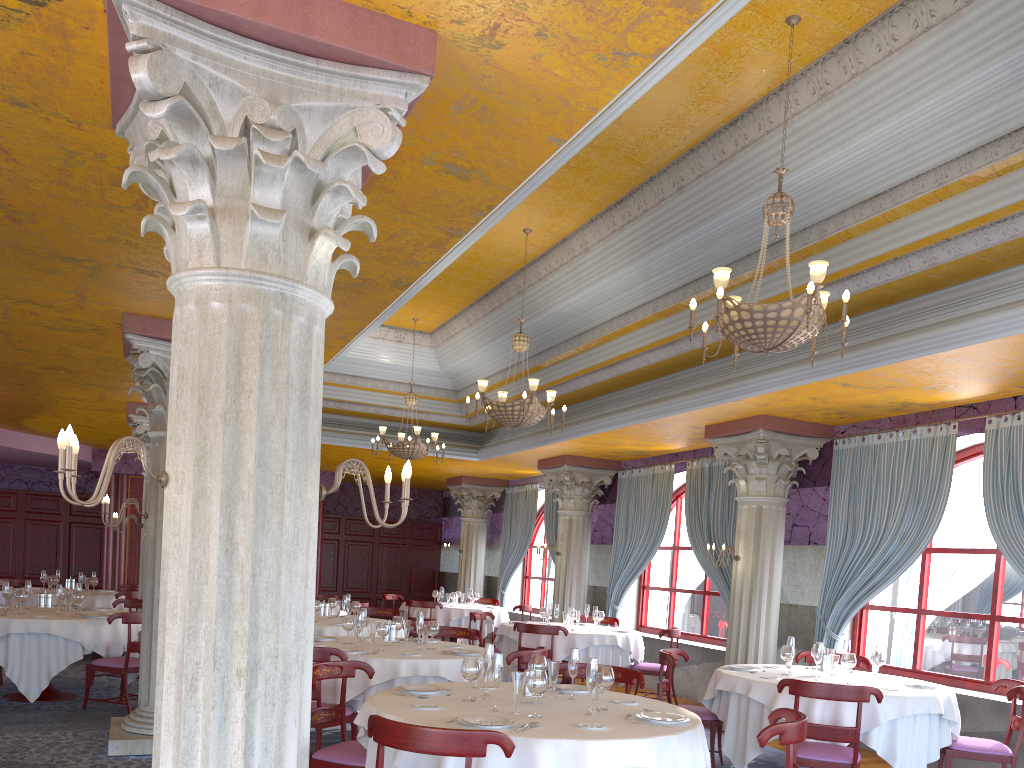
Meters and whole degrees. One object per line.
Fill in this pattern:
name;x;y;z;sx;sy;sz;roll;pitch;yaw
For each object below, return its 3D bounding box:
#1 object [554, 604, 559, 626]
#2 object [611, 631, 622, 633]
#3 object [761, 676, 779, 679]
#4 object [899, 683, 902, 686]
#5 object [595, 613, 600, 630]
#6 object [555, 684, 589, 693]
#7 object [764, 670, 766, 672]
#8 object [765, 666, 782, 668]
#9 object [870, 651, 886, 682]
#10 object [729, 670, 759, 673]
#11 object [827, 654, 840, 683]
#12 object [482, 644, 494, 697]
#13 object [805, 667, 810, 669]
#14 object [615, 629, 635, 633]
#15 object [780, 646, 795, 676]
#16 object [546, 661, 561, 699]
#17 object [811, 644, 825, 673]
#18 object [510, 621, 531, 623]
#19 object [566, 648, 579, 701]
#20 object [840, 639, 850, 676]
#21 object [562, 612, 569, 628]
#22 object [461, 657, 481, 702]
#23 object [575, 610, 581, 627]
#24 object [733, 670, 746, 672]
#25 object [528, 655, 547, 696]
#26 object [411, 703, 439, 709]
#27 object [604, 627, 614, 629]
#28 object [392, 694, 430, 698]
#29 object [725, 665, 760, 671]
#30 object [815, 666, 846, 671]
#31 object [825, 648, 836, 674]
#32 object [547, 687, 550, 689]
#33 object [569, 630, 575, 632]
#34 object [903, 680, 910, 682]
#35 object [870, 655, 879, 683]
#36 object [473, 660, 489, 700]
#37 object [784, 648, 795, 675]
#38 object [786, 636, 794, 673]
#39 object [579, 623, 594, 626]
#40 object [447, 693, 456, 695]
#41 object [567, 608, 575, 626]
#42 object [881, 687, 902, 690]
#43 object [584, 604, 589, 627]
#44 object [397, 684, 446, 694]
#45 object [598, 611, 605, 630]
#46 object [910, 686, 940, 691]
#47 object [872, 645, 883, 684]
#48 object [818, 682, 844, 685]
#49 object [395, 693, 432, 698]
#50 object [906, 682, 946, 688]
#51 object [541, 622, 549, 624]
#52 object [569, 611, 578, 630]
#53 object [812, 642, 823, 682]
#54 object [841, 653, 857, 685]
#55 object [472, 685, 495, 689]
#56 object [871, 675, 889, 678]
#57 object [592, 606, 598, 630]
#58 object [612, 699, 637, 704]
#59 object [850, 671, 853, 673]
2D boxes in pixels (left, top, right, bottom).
object;0.611;3.213;11.842;0.074;0.337;0.073;3;3;-10
object;1.468;3.398;11.721;0.231;0.013;0.028;-1;-10;21
object;2.210;2.515;7.334;0.159;0.009;0.161;4;-12;-4
object;3.359;2.597;7.401;0.029;0.011;0.142;-1;-13;23
object;1.187;3.337;12.034;0.086;0.238;0.085;2;2;-44
object;0.414;2.088;5.863;0.318;0.024;0.314;14;-16;-42
object;2.324;2.633;7.863;0.029;0.011;0.142;-1;-13;23
object;2.511;2.725;8.241;0.159;0.009;0.161;4;-12;-4
object;3.248;2.509;7.613;0.123;0.265;0.121;3;1;-32
object;2.084;2.578;7.694;0.256;0.020;0.056;-2;-12;25
object;2.733;2.422;7.285;0.086;0.238;0.085;2;2;-44
object;-0.151;1.797;5.375;0.074;0.337;0.073;2;3;-32
object;2.907;2.775;8.390;0.054;0.020;0.262;-1;-13;25
object;1.555;3.432;11.884;0.316;0.024;0.316;9;-13;-23
object;2.451;2.467;7.637;0.122;0.265;0.121;3;1;-10
object;0.263;1.893;5.482;0.086;0.238;0.085;2;2;-44
object;2.862;2.573;8.024;0.123;0.265;0.121;3;1;-32
object;0.125;3.461;12.424;0.313;0.024;0.319;-5;-15;36
object;0.389;1.843;5.441;0.074;0.337;0.073;2;3;-32
object;3.089;2.531;7.926;0.074;0.337;0.073;4;3;13
object;0.731;3.261;11.807;0.086;0.238;0.085;3;1;1
object;-0.250;1.779;5.152;0.123;0.265;0.121;3;1;-32
object;0.961;3.420;12.489;0.086;0.238;0.085;3;1;1
object;2.095;2.595;7.731;0.252;0.003;0.022;-1;-12;20
object;0.162;1.886;5.539;0.122;0.265;0.122;4;0;13
object;-0.490;1.827;4.849;0.160;0.009;0.160;9;-13;-23
object;1.414;3.555;12.465;0.158;0.009;0.162;-2;-13;26
object;-0.616;1.890;5.209;0.256;0.020;0.056;-2;-12;25
object;2.127;2.622;7.902;0.316;0.024;0.316;9;-13;-23
object;3.115;2.776;8.348;0.316;0.024;0.316;9;-13;-23
object;2.963;2.581;7.967;0.086;0.238;0.085;3;1;1
object;0.243;2.095;5.894;0.022;0.003;0.259;-1;-13;20
object;0.775;3.285;11.396;0.054;0.020;0.262;-1;-13;25
object;3.600;2.642;7.569;0.256;0.020;0.056;-2;-12;25
object;3.189;2.498;7.512;0.086;0.238;0.085;2;2;-44
object;-0.192;1.817;5.255;0.086;0.238;0.085;2;2;-44
object;2.508;2.505;7.739;0.086;0.238;0.085;2;2;-44
object;2.549;2.484;7.860;0.074;0.337;0.073;4;3;13
object;1.112;3.615;12.870;0.316;0.024;0.316;9;-13;-23
object;-0.376;1.945;5.378;0.029;0.011;0.142;-1;-13;23
object;0.860;3.412;12.546;0.123;0.265;0.121;3;1;-32
object;3.115;2.506;7.036;0.160;0.009;0.160;9;-13;-23
object;1.086;3.370;12.448;0.074;0.337;0.073;2;3;-32
object;-0.573;1.935;5.417;0.313;0.024;0.319;4;-12;-4
object;1.245;3.348;12.135;0.121;0.265;0.123;4;1;35
object;3.471;2.560;7.199;0.231;0.013;0.028;-1;-10;21
object;3.153;2.420;7.386;0.074;0.337;0.073;2;3;-32
object;2.570;2.440;6.916;0.313;0.024;0.319;4;-12;-4
object;-0.605;1.908;5.246;0.252;0.003;0.022;-1;-12;20
object;3.557;2.593;7.362;0.313;0.024;0.319;4;-12;-4
object;0.508;3.564;12.763;0.158;0.009;0.162;2;-12;6
object;0.834;3.242;11.748;0.121;0.265;0.123;4;1;35
object;2.614;2.374;7.320;0.074;0.337;0.073;4;3;13
object;2.836;2.403;7.226;0.122;0.265;0.121;3;1;-10
object;-0.190;2.037;5.756;0.160;0.009;0.160;9;-13;-23
object;3.416;2.716;7.943;0.159;0.009;0.161;4;-12;-4
object;1.151;3.259;11.908;0.074;0.337;0.073;4;3;13
object;0.716;2.028;5.458;0.160;0.009;0.160;9;-13;-23
object;3.277;2.773;8.263;0.027;0.013;0.237;0;-12;21
